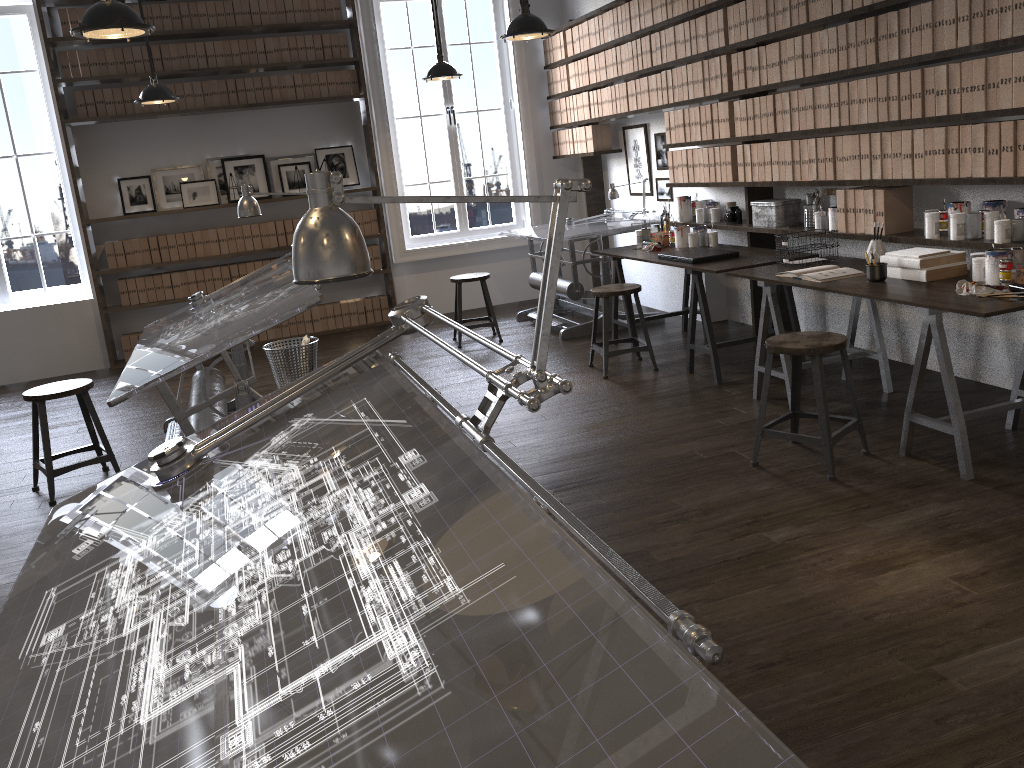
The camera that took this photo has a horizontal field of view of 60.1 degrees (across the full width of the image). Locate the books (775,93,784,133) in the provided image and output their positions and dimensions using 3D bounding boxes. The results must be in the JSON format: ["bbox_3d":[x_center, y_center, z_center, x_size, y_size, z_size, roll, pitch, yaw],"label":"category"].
[{"bbox_3d":[1.594,-1.542,5.034,0.175,0.223,0.067,-10,12,-17],"label":"books"}]

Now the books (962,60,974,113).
[{"bbox_3d":[2.014,-1.269,3.780,0.175,0.223,0.067,-10,12,-17],"label":"books"}]

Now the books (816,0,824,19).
[{"bbox_3d":[1.656,-1.993,4.553,0.175,0.223,0.067,-10,12,-17],"label":"books"}]

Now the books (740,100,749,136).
[{"bbox_3d":[1.477,-1.612,5.360,0.175,0.223,0.067,-10,12,-17],"label":"books"}]

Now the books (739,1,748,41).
[{"bbox_3d":[1.434,-2.135,5.205,0.175,0.223,0.067,-10,12,-17],"label":"books"}]

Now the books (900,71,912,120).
[{"bbox_3d":[1.900,-1.343,4.119,0.175,0.223,0.067,-10,12,-17],"label":"books"}]

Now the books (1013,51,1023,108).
[{"bbox_3d":[2.092,-1.214,3.532,0.175,0.223,0.067,-10,12,-17],"label":"books"}]

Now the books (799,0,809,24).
[{"bbox_3d":[1.609,-2.021,4.683,0.175,0.223,0.067,-10,12,-17],"label":"books"}]

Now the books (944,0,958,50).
[{"bbox_3d":[1.953,-1.554,3.807,0.175,0.223,0.067,-10,12,-17],"label":"books"}]

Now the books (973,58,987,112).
[{"bbox_3d":[2.029,-1.254,3.715,0.175,0.223,0.067,-10,12,-17],"label":"books"}]

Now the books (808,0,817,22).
[{"bbox_3d":[1.637,-2.007,4.615,0.175,0.223,0.067,-10,12,-17],"label":"books"}]

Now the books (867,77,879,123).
[{"bbox_3d":[1.828,-1.385,4.315,0.175,0.223,0.067,-10,12,-17],"label":"books"}]

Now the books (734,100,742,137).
[{"bbox_3d":[1.458,-1.627,5.428,0.175,0.223,0.067,-10,12,-17],"label":"books"}]

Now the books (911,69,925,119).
[{"bbox_3d":[1.918,-1.327,4.048,0.175,0.223,0.067,-10,12,-17],"label":"books"}]

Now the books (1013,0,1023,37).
[{"bbox_3d":[2.061,-1.481,3.474,0.175,0.223,0.067,-10,12,-17],"label":"books"}]

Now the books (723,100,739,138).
[{"bbox_3d":[1.417,-1.657,5.536,0.175,0.223,0.067,-10,12,-17],"label":"books"}]

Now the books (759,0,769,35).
[{"bbox_3d":[1.496,-2.093,5.015,0.175,0.223,0.067,-10,12,-17],"label":"books"}]

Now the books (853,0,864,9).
[{"bbox_3d":[1.742,-1.935,4.287,0.175,0.223,0.067,-10,12,-17],"label":"books"}]

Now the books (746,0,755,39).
[{"bbox_3d":[1.459,-2.120,5.138,0.175,0.223,0.067,-10,12,-17],"label":"books"}]

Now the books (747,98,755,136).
[{"bbox_3d":[1.500,-1.597,5.292,0.175,0.223,0.067,-10,12,-17],"label":"books"}]

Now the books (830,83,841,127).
[{"bbox_3d":[1.740,-1.443,4.580,0.175,0.223,0.067,-10,12,-17],"label":"books"}]

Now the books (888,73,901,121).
[{"bbox_3d":[1.874,-1.358,4.190,0.175,0.223,0.067,-10,12,-17],"label":"books"}]

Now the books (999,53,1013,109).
[{"bbox_3d":[2.073,-1.228,3.595,0.175,0.223,0.067,-10,12,-17],"label":"books"}]

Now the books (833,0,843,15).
[{"bbox_3d":[1.694,-1.964,4.425,0.175,0.223,0.067,-10,12,-17],"label":"books"}]

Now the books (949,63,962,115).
[{"bbox_3d":[1.991,-1.283,3.847,0.175,0.223,0.067,-10,12,-17],"label":"books"}]

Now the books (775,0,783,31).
[{"bbox_3d":[1.545,-2.066,4.887,0.175,0.223,0.067,-10,12,-17],"label":"books"}]

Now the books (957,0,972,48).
[{"bbox_3d":[1.974,-1.539,3.739,0.175,0.223,0.067,-10,12,-17],"label":"books"}]

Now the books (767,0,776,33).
[{"bbox_3d":[1.523,-2.080,4.954,0.175,0.223,0.067,-10,12,-17],"label":"books"}]

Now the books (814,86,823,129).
[{"bbox_3d":[1.701,-1.471,4.708,0.175,0.223,0.067,-10,12,-17],"label":"books"}]

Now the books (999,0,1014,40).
[{"bbox_3d":[2.042,-1.496,3.543,0.175,0.223,0.067,-10,12,-17],"label":"books"}]

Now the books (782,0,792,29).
[{"bbox_3d":[1.564,-2.051,4.820,0.175,0.223,0.067,-10,12,-17],"label":"books"}]

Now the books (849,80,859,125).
[{"bbox_3d":[1.790,-1.415,4.451,0.175,0.223,0.067,-10,12,-17],"label":"books"}]

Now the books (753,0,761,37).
[{"bbox_3d":[1.480,-2.108,5.079,0.175,0.223,0.067,-10,12,-17],"label":"books"}]

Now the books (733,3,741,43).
[{"bbox_3d":[1.416,-2.150,5.272,0.175,0.223,0.067,-10,12,-17],"label":"books"}]

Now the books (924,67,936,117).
[{"bbox_3d":[1.947,-1.312,3.980,0.175,0.223,0.067,-10,12,-17],"label":"books"}]

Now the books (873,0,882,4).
[{"bbox_3d":[1.788,-1.908,4.162,0.175,0.223,0.067,-10,12,-17],"label":"books"}]

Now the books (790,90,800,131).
[{"bbox_3d":[1.638,-1.513,4.901,0.175,0.223,0.067,-10,12,-17],"label":"books"}]

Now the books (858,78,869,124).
[{"bbox_3d":[1.808,-1.400,4.384,0.175,0.223,0.067,-10,12,-17],"label":"books"}]

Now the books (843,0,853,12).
[{"bbox_3d":[1.720,-1.950,4.358,0.175,0.223,0.067,-10,12,-17],"label":"books"}]

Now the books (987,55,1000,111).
[{"bbox_3d":[2.055,-1.241,3.654,0.175,0.223,0.067,-10,12,-17],"label":"books"}]

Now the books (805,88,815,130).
[{"bbox_3d":[1.676,-1.483,4.769,0.175,0.223,0.067,-10,12,-17],"label":"books"}]

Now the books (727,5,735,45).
[{"bbox_3d":[1.396,-2.164,5.338,0.175,0.223,0.067,-10,12,-17],"label":"books"}]

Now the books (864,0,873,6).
[{"bbox_3d":[1.766,-1.920,4.220,0.175,0.223,0.067,-10,12,-17],"label":"books"}]

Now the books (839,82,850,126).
[{"bbox_3d":[1.766,-1.429,4.515,0.175,0.223,0.067,-10,12,-17],"label":"books"}]

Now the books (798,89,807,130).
[{"bbox_3d":[1.660,-1.498,4.834,0.175,0.223,0.067,-10,12,-17],"label":"books"}]

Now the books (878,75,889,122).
[{"bbox_3d":[1.850,-1.370,4.248,0.175,0.223,0.067,-10,12,-17],"label":"books"}]

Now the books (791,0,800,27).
[{"bbox_3d":[1.591,-2.037,4.755,0.175,0.223,0.067,-10,12,-17],"label":"books"}]

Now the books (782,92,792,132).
[{"bbox_3d":[1.612,-1.526,4.966,0.175,0.223,0.067,-10,12,-17],"label":"books"}]

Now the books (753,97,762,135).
[{"bbox_3d":[1.524,-1.585,5.234,0.175,0.223,0.067,-10,12,-17],"label":"books"}]

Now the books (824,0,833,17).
[{"bbox_3d":[1.671,-1.979,4.492,0.175,0.223,0.067,-10,12,-17],"label":"books"}]

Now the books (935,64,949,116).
[{"bbox_3d":[1.965,-1.297,3.912,0.175,0.223,0.067,-10,12,-17],"label":"books"}]

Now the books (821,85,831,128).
[{"bbox_3d":[1.719,-1.458,4.649,0.175,0.223,0.067,-10,12,-17],"label":"books"}]

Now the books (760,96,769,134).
[{"bbox_3d":[1.547,-1.572,5.173,0.175,0.223,0.067,-10,12,-17],"label":"books"}]

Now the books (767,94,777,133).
[{"bbox_3d":[1.565,-1.556,5.102,0.175,0.223,0.067,-10,12,-17],"label":"books"}]

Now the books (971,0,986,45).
[{"bbox_3d":[2.000,-1.525,3.674,0.175,0.223,0.067,-10,12,-17],"label":"books"}]

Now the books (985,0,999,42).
[{"bbox_3d":[2.023,-1.511,3.609,0.175,0.223,0.067,-10,12,-17],"label":"books"}]
